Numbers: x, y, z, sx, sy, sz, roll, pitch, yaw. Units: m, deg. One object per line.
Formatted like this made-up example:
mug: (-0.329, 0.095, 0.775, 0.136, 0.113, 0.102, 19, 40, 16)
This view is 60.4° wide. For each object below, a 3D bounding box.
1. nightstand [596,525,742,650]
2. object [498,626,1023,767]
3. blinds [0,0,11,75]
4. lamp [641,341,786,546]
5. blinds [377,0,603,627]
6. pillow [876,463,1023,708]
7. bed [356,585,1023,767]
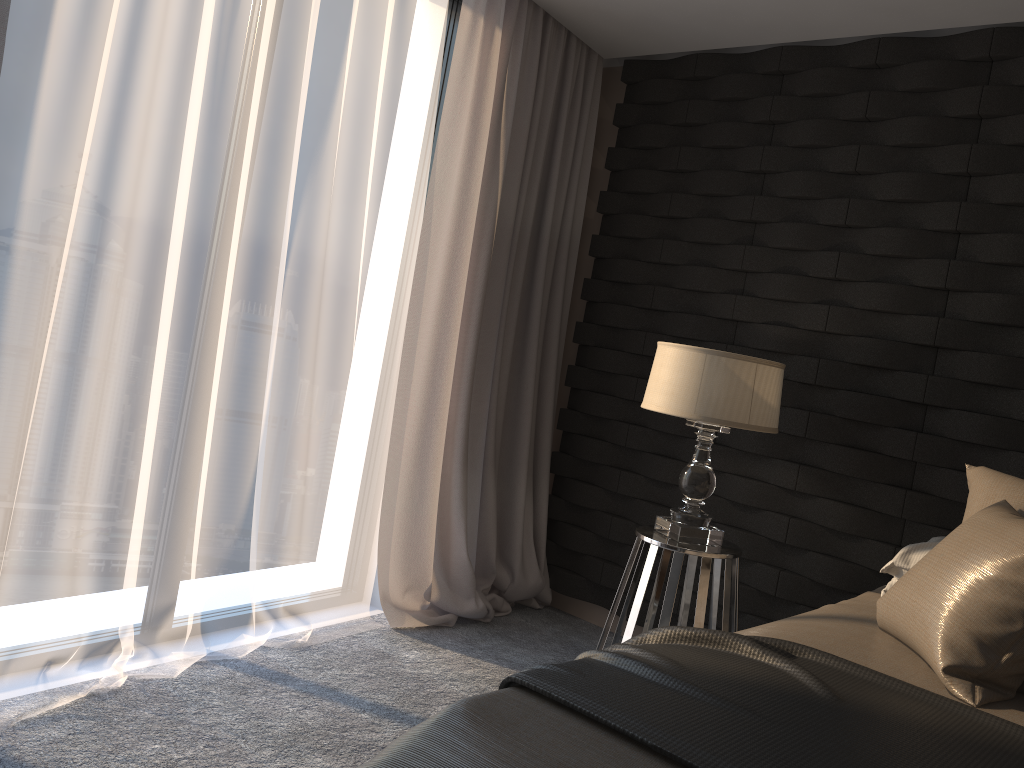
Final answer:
nightstand: (0.541, 0.816, 2.954, 0.579, 0.603, 0.523, 9, 2, -36)
object: (0.785, 0.749, 1.179, 1.945, 0.322, 0.652, 13, 3, 40)
blinds: (-1.367, -0.498, 1.413, 0.341, 2.640, 1.102, 11, 1, 34)
lamp: (0.645, 0.207, 2.956, 0.480, 0.630, 0.452, 10, 1, -16)
blinds: (0.022, -0.343, 3.580, 0.324, 2.639, 1.049, 11, 1, 33)
pillow: (1.415, 0.451, 1.862, 1.191, 0.518, 0.948, 13, 3, 43)
bed: (1.070, 0.967, 1.538, 2.171, 0.624, 2.417, 13, 3, 42)
